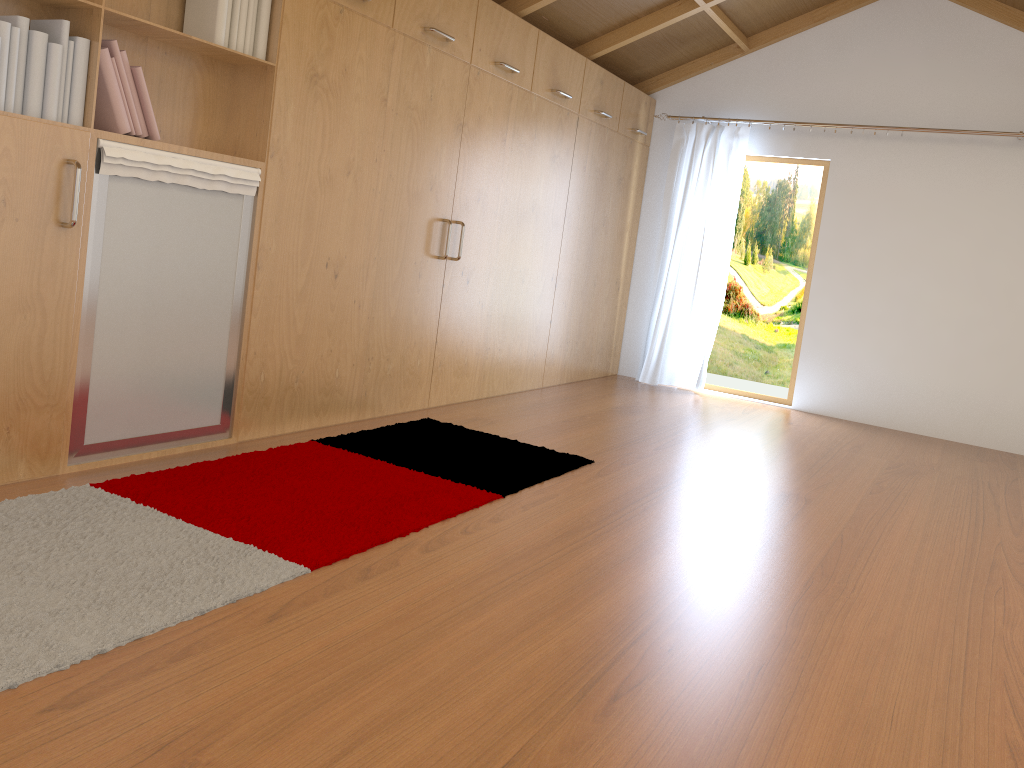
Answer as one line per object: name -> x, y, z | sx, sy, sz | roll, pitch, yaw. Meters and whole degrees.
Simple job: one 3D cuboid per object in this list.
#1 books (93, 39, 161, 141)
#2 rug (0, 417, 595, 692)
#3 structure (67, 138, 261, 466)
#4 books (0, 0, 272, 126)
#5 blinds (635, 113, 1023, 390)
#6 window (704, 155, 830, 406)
books -> -1.318, -0.978, 2.939 | 0.177, 0.294, 0.280 | 11, 7, 28
rug -> -0.920, 0.409, 2.564 | 0.922, 0.011, 3.730 | 12, 10, 27
structure -> -1.317, -0.305, 3.198 | 0.317, 1.071, 0.726 | 10, 7, 28
books -> -1.755, -1.080, 2.070 | 0.190, 0.653, 3.116 | 10, 9, 28
blinds -> 2.210, -0.793, 6.170 | 2.864, 2.023, 0.233 | 11, 6, 27
window -> 1.790, -0.797, 6.587 | 0.879, 1.774, 0.026 | 10, 5, 28
